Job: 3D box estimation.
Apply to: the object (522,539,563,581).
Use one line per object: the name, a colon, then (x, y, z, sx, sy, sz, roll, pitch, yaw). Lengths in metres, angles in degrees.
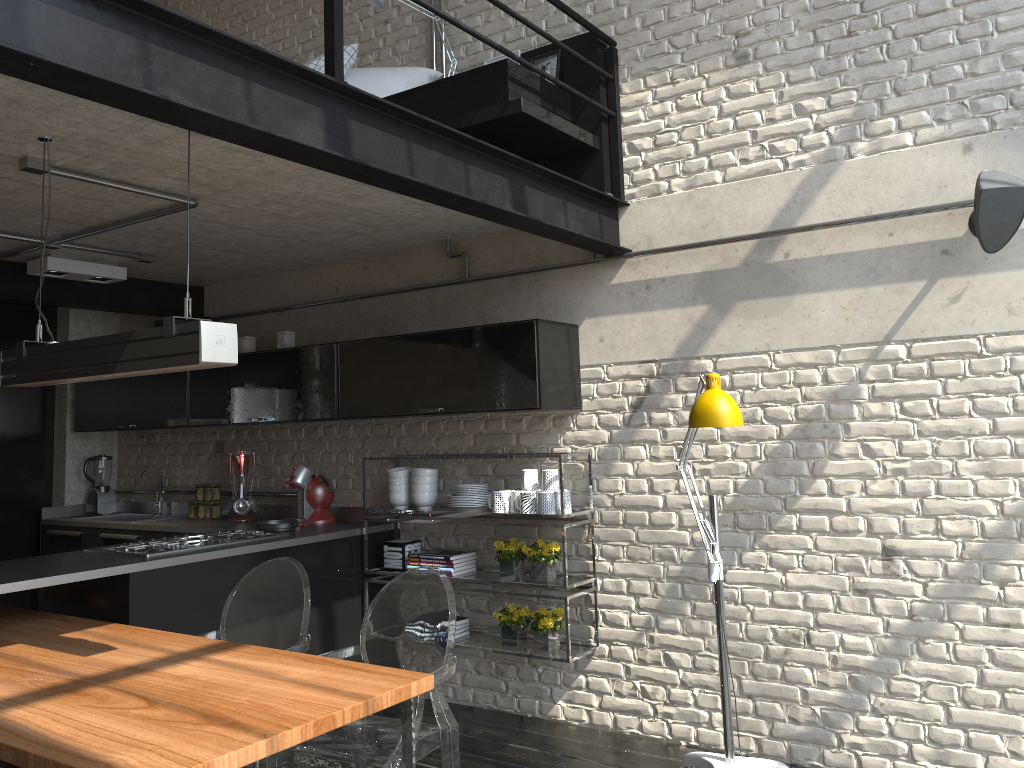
object: (0.154, 0.841, 4.256, 0.182, 0.193, 0.174, 3, -7, -43)

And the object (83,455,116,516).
object: (-2.939, 0.715, 6.280, 0.161, 0.426, 0.222, -6, -7, 34)

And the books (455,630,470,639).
books: (-0.384, 1.283, 4.551, 0.277, 0.023, 0.200, -4, -4, 33)

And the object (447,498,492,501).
object: (-0.205, 0.593, 4.503, 0.251, 0.031, 0.250, -2, -3, 3)

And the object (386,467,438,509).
object: (-0.533, 0.556, 4.748, 0.309, 0.218, 0.149, -5, -6, 31)

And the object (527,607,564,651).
object: (0.167, 1.160, 4.223, 0.175, 0.193, 0.181, 1, -6, -34)

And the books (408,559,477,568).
books: (-0.359, 0.923, 4.586, 0.292, 0.021, 0.210, -4, -4, 32)

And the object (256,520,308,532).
object: (-1.243, 0.762, 4.733, 0.227, 0.050, 0.309, 0, -4, -27)

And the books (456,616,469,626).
books: (-0.384, 1.219, 4.562, 0.277, 0.023, 0.200, -5, -4, 43)

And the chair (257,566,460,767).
chair: (-0.429, 1.120, 2.899, 0.539, 0.947, 0.587, -5, -7, 29)

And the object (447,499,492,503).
object: (-0.205, 0.601, 4.502, 0.251, 0.031, 0.250, -2, -3, 3)

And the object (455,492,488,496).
object: (-0.205, 0.571, 4.505, 0.170, 0.030, 0.170, -4, -4, 39)

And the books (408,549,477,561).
books: (-0.361, 0.885, 4.591, 0.292, 0.021, 0.211, -4, -4, 37)

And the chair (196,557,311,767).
chair: (-0.997, 1.158, 3.247, 0.539, 0.947, 0.587, -4, -6, 19)

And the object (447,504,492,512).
object: (-0.204, 0.626, 4.499, 0.251, 0.031, 0.250, -2, -3, 3)

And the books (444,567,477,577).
books: (-0.358, 0.963, 4.581, 0.292, 0.021, 0.210, -4, -4, 33)

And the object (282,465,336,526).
object: (-1.159, 0.633, 5.086, 0.220, 0.343, 0.348, -4, -5, 18)

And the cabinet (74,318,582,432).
cabinet: (-1.381, 0.022, 5.313, 3.883, 0.424, 0.398, -4, -5, 34)

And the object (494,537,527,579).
object: (-0.004, 0.852, 4.361, 0.175, 0.193, 0.181, 1, -6, -34)

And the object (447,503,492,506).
object: (-0.205, 0.618, 4.500, 0.251, 0.031, 0.250, -2, -3, 3)

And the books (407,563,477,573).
books: (-0.363, 0.943, 4.578, 0.292, 0.021, 0.210, -4, -4, 34)

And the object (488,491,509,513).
object: (-0.062, 0.577, 4.341, 0.083, 0.101, 0.108, 0, -5, -22)

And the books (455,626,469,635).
books: (-0.388, 1.261, 4.549, 0.278, 0.023, 0.200, -4, -3, 28)

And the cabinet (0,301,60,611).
cabinet: (-4.118, 0.611, 5.490, 0.551, 2.491, 2.312, -6, -7, 34)

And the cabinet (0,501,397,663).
cabinet: (-2.447, 1.251, 4.691, 2.738, 1.011, 2.424, -4, -4, 34)

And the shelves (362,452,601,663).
shelves: (-0.192, 0.827, 4.483, 1.246, 0.933, 0.287, -5, -7, 34)

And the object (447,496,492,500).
object: (-0.206, 0.585, 4.504, 0.251, 0.031, 0.250, -2, -3, 3)

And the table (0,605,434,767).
table: (-1.574, 1.261, 2.847, 2.665, 0.738, 0.924, -4, -5, 34)

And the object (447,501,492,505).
object: (-0.205, 0.609, 4.501, 0.251, 0.031, 0.250, -2, -3, 3)

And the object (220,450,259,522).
object: (-1.676, 0.628, 5.463, 0.210, 0.429, 0.201, 3, -8, -41)

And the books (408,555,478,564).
books: (-0.357, 0.904, 4.593, 0.292, 0.021, 0.210, -4, -4, 34)

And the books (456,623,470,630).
books: (-0.386, 1.240, 4.556, 0.278, 0.023, 0.200, -4, -4, 32)

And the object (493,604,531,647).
object: (0.013, 1.171, 4.321, 0.182, 0.193, 0.174, 3, -7, -43)
